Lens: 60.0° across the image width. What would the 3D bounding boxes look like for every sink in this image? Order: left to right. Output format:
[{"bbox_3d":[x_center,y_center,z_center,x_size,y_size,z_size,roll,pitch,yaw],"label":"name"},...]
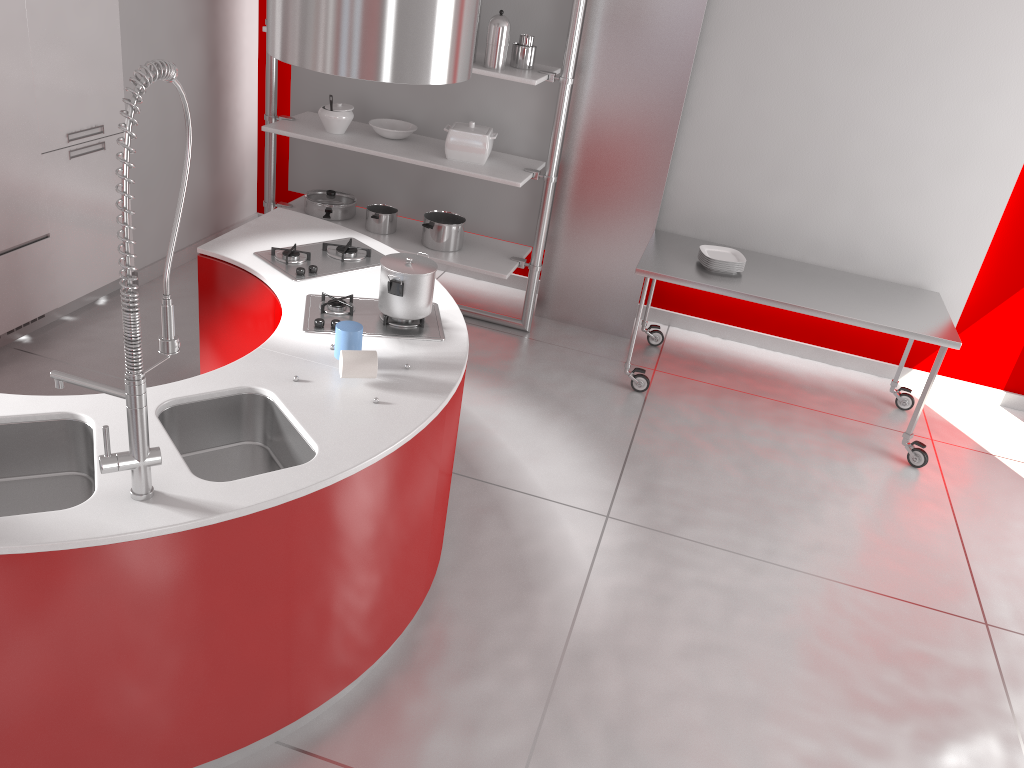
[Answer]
[{"bbox_3d":[-1.140,0.268,2.075,0.326,0.172,0.428,-4,31,-24],"label":"sink"},{"bbox_3d":[-0.719,0.210,2.312,0.326,0.172,0.428,-12,34,-34],"label":"sink"}]

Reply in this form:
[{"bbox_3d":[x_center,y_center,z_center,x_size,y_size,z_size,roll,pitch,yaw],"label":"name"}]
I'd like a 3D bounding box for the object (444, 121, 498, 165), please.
[{"bbox_3d":[-0.227,-1.318,4.795,0.282,0.197,0.235,10,28,1],"label":"object"}]

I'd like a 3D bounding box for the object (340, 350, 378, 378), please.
[{"bbox_3d":[-0.443,-0.064,2.550,0.100,0.080,0.109,0,29,-16],"label":"object"}]

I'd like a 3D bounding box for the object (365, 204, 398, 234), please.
[{"bbox_3d":[-0.753,-0.951,5.118,0.182,0.122,0.196,-6,31,-27],"label":"object"}]

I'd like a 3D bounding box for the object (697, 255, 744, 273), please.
[{"bbox_3d":[1.073,-0.616,4.579,0.228,0.020,0.228,6,28,-6],"label":"object"}]

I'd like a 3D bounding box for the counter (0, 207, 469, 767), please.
[{"bbox_3d":[-1.396,0.291,2.670,2.865,0.880,1.868,-15,37,-38],"label":"counter"}]

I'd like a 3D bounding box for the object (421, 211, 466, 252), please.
[{"bbox_3d":[-0.389,-0.867,5.030,0.240,0.161,0.259,7,28,-5],"label":"object"}]

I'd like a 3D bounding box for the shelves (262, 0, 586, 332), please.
[{"bbox_3d":[-0.530,-1.655,4.735,1.735,2.599,0.535,15,28,10],"label":"shelves"}]

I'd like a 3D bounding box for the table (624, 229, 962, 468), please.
[{"bbox_3d":[1.428,-0.224,4.706,1.627,0.682,0.749,15,28,11],"label":"table"}]

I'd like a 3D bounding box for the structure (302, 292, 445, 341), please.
[{"bbox_3d":[-0.460,-0.239,2.964,0.457,0.037,0.303,3,28,-12],"label":"structure"}]

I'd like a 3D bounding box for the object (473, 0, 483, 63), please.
[{"bbox_3d":[-0.218,-1.796,4.455,0.109,0.329,0.110,14,28,8],"label":"object"}]

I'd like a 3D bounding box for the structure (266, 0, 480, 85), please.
[{"bbox_3d":[-0.383,-1.442,2.613,0.644,0.958,0.644,-2,30,-20],"label":"structure"}]

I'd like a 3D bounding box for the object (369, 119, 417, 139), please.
[{"bbox_3d":[-0.671,-1.423,4.987,0.272,0.072,0.272,-3,30,-22],"label":"object"}]

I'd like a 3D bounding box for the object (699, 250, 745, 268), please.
[{"bbox_3d":[1.077,-0.643,4.565,0.228,0.020,0.228,6,28,-6],"label":"object"}]

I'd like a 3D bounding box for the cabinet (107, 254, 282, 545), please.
[{"bbox_3d":[-1.637,0.178,2.739,1.875,0.761,1.025,-8,32,-29],"label":"cabinet"}]

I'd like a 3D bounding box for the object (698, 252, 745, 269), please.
[{"bbox_3d":[1.076,-0.634,4.570,0.228,0.020,0.228,6,28,-6],"label":"object"}]

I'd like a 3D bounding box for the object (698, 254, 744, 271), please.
[{"bbox_3d":[1.074,-0.625,4.574,0.228,0.020,0.228,6,28,-6],"label":"object"}]

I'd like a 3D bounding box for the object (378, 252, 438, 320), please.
[{"bbox_3d":[-0.347,-0.329,2.930,0.189,0.185,0.218,-4,30,-23],"label":"object"}]

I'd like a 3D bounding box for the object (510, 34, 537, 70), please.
[{"bbox_3d":[0.061,-1.713,4.568,0.127,0.157,0.127,20,30,19],"label":"object"}]

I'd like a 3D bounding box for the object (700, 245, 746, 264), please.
[{"bbox_3d":[1.080,-0.661,4.555,0.228,0.020,0.228,6,28,-6],"label":"object"}]

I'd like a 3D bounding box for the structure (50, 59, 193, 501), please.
[{"bbox_3d":[-0.787,-0.186,1.818,0.308,0.920,0.178,-9,33,-31],"label":"structure"}]

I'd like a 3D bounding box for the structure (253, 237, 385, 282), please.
[{"bbox_3d":[-0.705,-0.493,3.365,0.457,0.037,0.303,-19,38,-41],"label":"structure"}]

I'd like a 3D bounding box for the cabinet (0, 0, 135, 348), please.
[{"bbox_3d":[-2.576,-1.005,3.508,0.614,2.026,2.398,15,28,10],"label":"cabinet"}]

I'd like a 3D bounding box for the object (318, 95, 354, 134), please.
[{"bbox_3d":[-0.967,-1.493,4.875,0.192,0.214,0.192,8,28,-2],"label":"object"}]

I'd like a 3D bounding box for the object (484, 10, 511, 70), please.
[{"bbox_3d":[-0.069,-1.708,4.395,0.115,0.274,0.115,11,28,4],"label":"object"}]

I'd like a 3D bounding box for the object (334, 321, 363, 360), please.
[{"bbox_3d":[-0.489,-0.134,2.649,0.080,0.100,0.109,2,29,-14],"label":"object"}]

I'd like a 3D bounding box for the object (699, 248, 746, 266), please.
[{"bbox_3d":[1.079,-0.652,4.560,0.228,0.020,0.228,6,28,-6],"label":"object"}]

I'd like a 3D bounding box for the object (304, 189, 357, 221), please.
[{"bbox_3d":[-1.093,-1.059,5.207,0.308,0.130,0.407,18,29,17],"label":"object"}]
